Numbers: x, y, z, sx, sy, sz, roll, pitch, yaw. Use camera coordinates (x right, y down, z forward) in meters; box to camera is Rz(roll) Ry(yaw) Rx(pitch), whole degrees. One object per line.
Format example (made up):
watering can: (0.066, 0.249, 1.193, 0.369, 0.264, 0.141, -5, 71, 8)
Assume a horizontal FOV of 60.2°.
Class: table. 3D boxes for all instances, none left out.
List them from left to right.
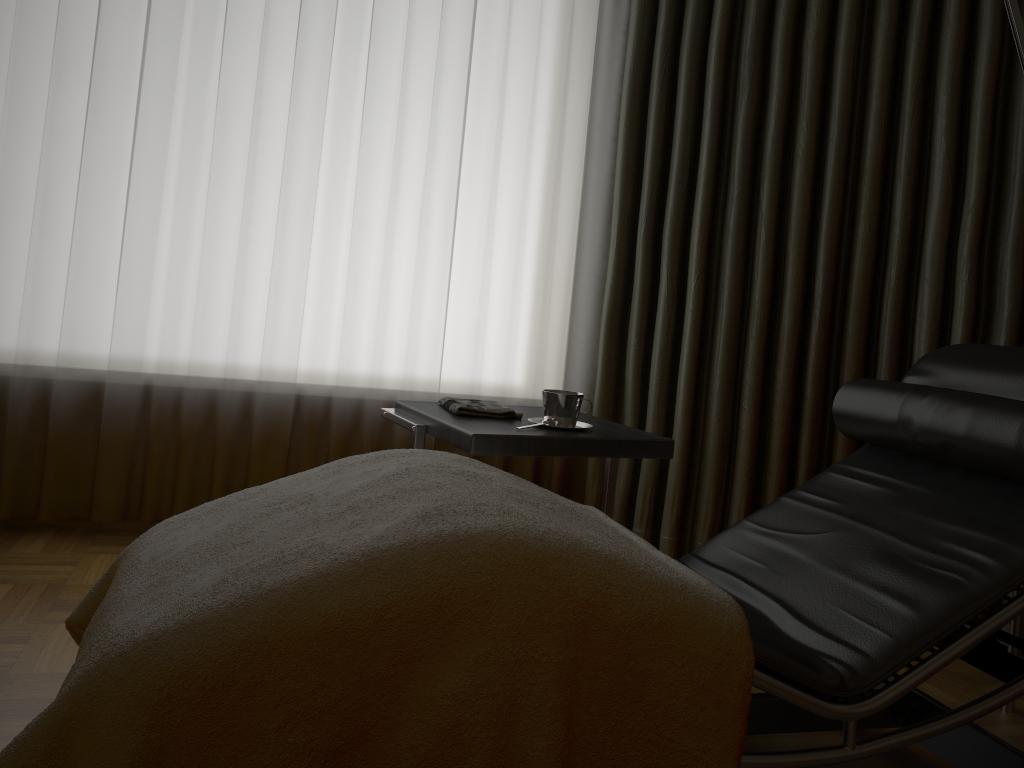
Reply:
table: (0.034, 0.105, 2.123, 0.498, 0.045, 0.520, 3, 5, -25)

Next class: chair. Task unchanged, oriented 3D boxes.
chair: (0.309, 0.283, 1.456, 1.784, 0.797, 0.638, 4, 2, -17)

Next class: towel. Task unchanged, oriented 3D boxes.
towel: (-0.078, 0.059, 2.169, 0.178, 0.035, 0.242, 4, 5, -13)

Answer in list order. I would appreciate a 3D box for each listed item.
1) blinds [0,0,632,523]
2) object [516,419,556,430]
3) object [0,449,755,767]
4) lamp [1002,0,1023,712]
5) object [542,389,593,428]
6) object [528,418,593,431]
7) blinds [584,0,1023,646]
blinds: (-0.678, -0.704, 2.752, 2.191, 2.291, 0.093, 5, 0, -16)
object: (0.052, 0.088, 1.947, 0.029, 0.019, 0.123, 8, 5, 42)
object: (-0.215, 0.394, 1.321, 0.906, 0.520, 0.922, 5, 4, -16)
lamp: (0.606, -0.245, 1.616, 1.412, 1.967, 0.452, 5, 0, -13)
object: (0.120, 0.058, 2.030, 0.110, 0.078, 0.098, 5, 3, -15)
object: (0.110, 0.093, 2.029, 0.149, 0.009, 0.150, 5, 5, -11)
blinds: (1.004, -0.596, 2.654, 1.538, 2.452, 0.223, 6, 0, 28)
